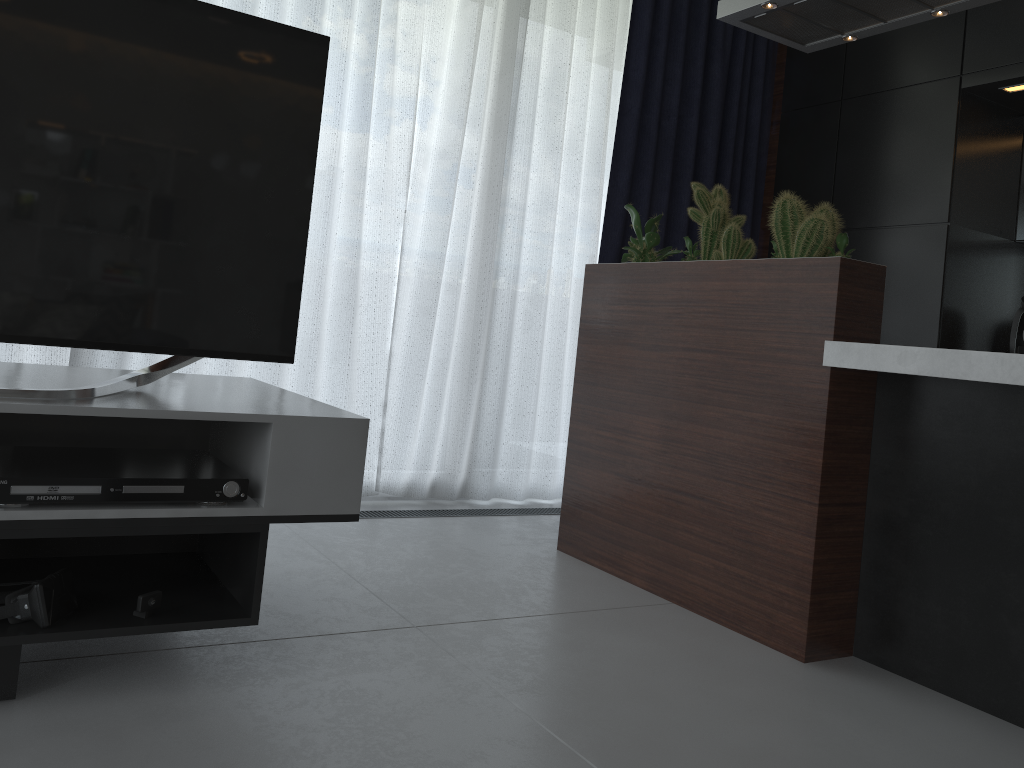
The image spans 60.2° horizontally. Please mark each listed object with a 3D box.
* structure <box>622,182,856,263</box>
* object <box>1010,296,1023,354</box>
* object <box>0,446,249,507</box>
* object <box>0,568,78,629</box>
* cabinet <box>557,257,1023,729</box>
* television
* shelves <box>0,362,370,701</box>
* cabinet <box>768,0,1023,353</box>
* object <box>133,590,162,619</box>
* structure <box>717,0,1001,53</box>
[{"bbox_3d":[0.599,-0.471,2.599,0.221,0.286,1.004,6,2,-29],"label":"structure"},{"bbox_3d":[2.084,-0.192,3.449,0.215,0.313,0.268,5,0,43],"label":"object"},{"bbox_3d":[-0.753,0.171,1.650,0.428,0.053,0.337,4,3,-31],"label":"object"},{"bbox_3d":[-0.857,0.359,1.516,0.184,0.079,0.117,6,1,-1],"label":"object"},{"bbox_3d":[1.444,-0.532,1.786,0.782,2.555,3.348,7,0,-32],"label":"cabinet"},{"bbox_3d":[-0.964,-0.390,1.578,1.225,0.788,0.298,5,-1,-31],"label":"television"},{"bbox_3d":[-1.528,0.204,1.491,2.340,0.500,0.876,4,2,-31],"label":"shelves"},{"bbox_3d":[2.430,-0.496,2.999,0.702,2.557,3.492,7,1,-32],"label":"cabinet"},{"bbox_3d":[-0.648,0.393,1.575,0.044,0.043,0.044,6,1,-31],"label":"object"},{"bbox_3d":[1.169,-1.509,2.586,0.444,0.761,1.048,6,1,-32],"label":"structure"}]
